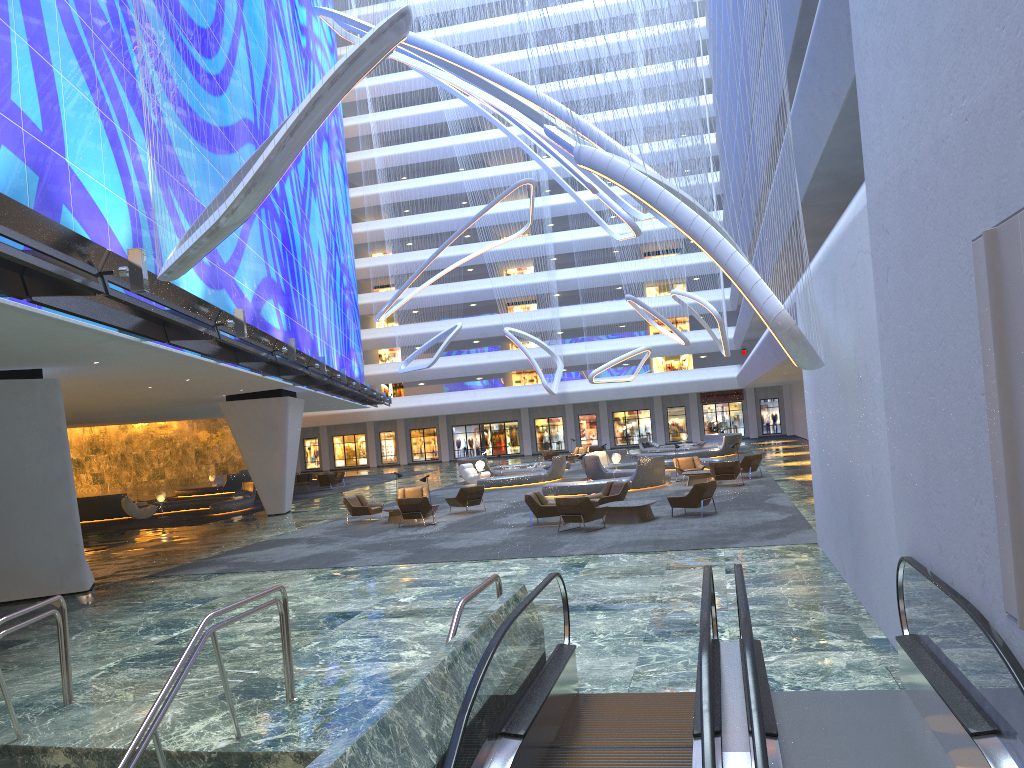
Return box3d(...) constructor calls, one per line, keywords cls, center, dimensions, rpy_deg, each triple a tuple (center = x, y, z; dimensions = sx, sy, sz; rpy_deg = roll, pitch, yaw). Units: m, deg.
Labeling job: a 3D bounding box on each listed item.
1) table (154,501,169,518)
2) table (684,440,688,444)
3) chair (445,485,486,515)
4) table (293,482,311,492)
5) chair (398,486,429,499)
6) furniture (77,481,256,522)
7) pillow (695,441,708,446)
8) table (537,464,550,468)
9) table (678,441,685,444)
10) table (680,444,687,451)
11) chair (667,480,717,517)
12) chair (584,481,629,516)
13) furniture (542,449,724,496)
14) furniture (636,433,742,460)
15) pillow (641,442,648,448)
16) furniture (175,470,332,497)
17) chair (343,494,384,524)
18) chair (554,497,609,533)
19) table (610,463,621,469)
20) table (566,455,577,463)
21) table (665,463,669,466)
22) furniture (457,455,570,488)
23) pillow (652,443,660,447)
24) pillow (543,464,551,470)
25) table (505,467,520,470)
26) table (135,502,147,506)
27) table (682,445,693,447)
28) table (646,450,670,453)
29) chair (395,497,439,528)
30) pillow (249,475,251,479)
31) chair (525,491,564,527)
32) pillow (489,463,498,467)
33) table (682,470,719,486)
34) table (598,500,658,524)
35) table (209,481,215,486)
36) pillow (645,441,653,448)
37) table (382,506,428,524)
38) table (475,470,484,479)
box3d(cls="table", center=(-13.210, 4.734, 33.459), dimensions=(0.428, 0.595, 0.418), rpy_deg=(-5, -1, 12))
box3d(cls="table", center=(10.009, 3.560, 51.346), dimensions=(0.417, 0.595, 0.428), rpy_deg=(-5, -1, -13))
box3d(cls="chair", center=(-1.281, 3.284, 25.191), dimensions=(0.928, 0.766, 0.940), rpy_deg=(-3, -2, -44))
box3d(cls="table", center=(-10.416, 5.047, 43.287), dimensions=(1.202, 0.392, 1.205), rpy_deg=(-4, -3, -23))
box3d(cls="chair", center=(-2.917, 3.472, 26.269), dimensions=(0.929, 0.766, 0.939), rpy_deg=(-5, -2, -4))
box3d(cls="furniture", center=(-14.604, 4.738, 35.405), dimensions=(9.941, 0.969, 5.182), rpy_deg=(-6, -3, 30))
box3d(cls="pillow", center=(9.774, 3.083, 45.838), dimensions=(0.692, 0.262, 0.879), rpy_deg=(-4, -3, -25))
box3d(cls="table", center=(1.543, 3.922, 40.912), dimensions=(0.673, 0.406, 0.672), rpy_deg=(-4, -2, -25))
box3d(cls="table", center=(9.694, 3.524, 50.117), dimensions=(0.417, 0.595, 0.428), rpy_deg=(-4, -1, -33))
box3d(cls="table", center=(8.824, 3.389, 45.426), dimensions=(0.418, 0.595, 0.428), rpy_deg=(-5, -1, 9))
box3d(cls="chair", center=(4.115, 2.599, 20.091), dimensions=(0.940, 0.766, 0.928), rpy_deg=(-6, -2, 37))
box3d(cls="chair", center=(2.372, 2.828, 21.927), dimensions=(0.938, 0.766, 0.931), rpy_deg=(-4, -2, -25))
box3d(cls="furniture", center=(4.029, 3.000, 31.973), dimensions=(5.193, 0.969, 9.920), rpy_deg=(-6, -3, 30))
box3d(cls="furniture", center=(9.155, 3.195, 46.219), dimensions=(5.188, 0.969, 9.930), rpy_deg=(-5, -3, 9))
box3d(cls="pillow", center=(7.505, 3.403, 49.702), dimensions=(0.295, 0.368, 0.768), rpy_deg=(-6, -2, 26))
box3d(cls="furniture", center=(-14.983, 5.477, 51.319), dimensions=(5.193, 0.969, 9.920), rpy_deg=(-6, -3, 30))
box3d(cls="chair", center=(-4.221, 3.533, 25.155), dimensions=(0.939, 0.766, 0.929), rpy_deg=(-6, -2, 21))
box3d(cls="chair", center=(1.472, 2.780, 19.118), dimensions=(0.931, 0.766, 0.938), rpy_deg=(-6, -2, 40))
box3d(cls="table", center=(3.880, 3.257, 32.973), dimensions=(0.418, 0.595, 0.427), rpy_deg=(-5, -1, 12))
box3d(cls="table", center=(2.837, 4.145, 48.396), dimensions=(1.202, 0.392, 1.205), rpy_deg=(-3, -3, -42))
box3d(cls="table", center=(5.364, 3.277, 33.700), dimensions=(1.204, 0.392, 1.203), rpy_deg=(-5, -2, 13))
box3d(cls="furniture", center=(-0.130, 3.655, 38.763), dimensions=(5.186, 0.969, 9.933), rpy_deg=(-5, -3, 5))
box3d(cls="pillow", center=(7.987, 3.440, 49.926), dimensions=(0.684, 0.280, 0.875), rpy_deg=(-3, -3, -40))
box3d(cls="pillow", center=(1.696, 3.319, 35.649), dimensions=(0.693, 0.262, 0.877), rpy_deg=(-6, -3, 21))
box3d(cls="table", center=(0.034, 4.053, 40.976), dimensions=(0.674, 0.406, 0.670), rpy_deg=(-6, -2, 32))
box3d(cls="table", center=(-15.811, 5.262, 37.823), dimensions=(0.671, 0.406, 0.674), rpy_deg=(-5, -2, 0))
box3d(cls="table", center=(9.649, 3.578, 48.718), dimensions=(0.671, 0.406, 0.673), rpy_deg=(-5, -2, 9))
box3d(cls="table", center=(7.377, 3.596, 44.749), dimensions=(1.204, 0.392, 1.203), rpy_deg=(-5, -2, 13))
box3d(cls="chair", center=(-2.466, 3.286, 22.949), dimensions=(0.930, 0.766, 0.938), rpy_deg=(-5, -2, 19))
box3d(cls="pillow", center=(-15.996, 5.566, 53.493), dimensions=(0.281, 0.416, 0.759), rpy_deg=(-5, -2, 6))
box3d(cls="chair", center=(0.834, 2.905, 20.711), dimensions=(0.939, 0.766, 0.929), rpy_deg=(-5, -2, 15))
box3d(cls="pillow", center=(-0.981, 3.933, 42.914), dimensions=(0.443, 0.207, 0.445), rpy_deg=(-4, -2, -26))
box3d(cls="table", center=(6.017, 2.972, 28.083), dimensions=(1.204, 0.392, 1.203), rpy_deg=(-5, -2, 12))
box3d(cls="table", center=(2.651, 2.906, 20.130), dimensions=(1.205, 0.392, 1.202), rpy_deg=(-6, -3, 31))
box3d(cls="table", center=(-16.904, 5.780, 49.934), dimensions=(0.418, 0.595, 0.427), rpy_deg=(-5, -1, 12))
box3d(cls="pillow", center=(7.713, 3.361, 49.689), dimensions=(0.315, 0.386, 0.784), rpy_deg=(-6, -2, 28))
box3d(cls="table", center=(-2.880, 3.565, 24.368), dimensions=(1.204, 0.392, 1.203), rpy_deg=(-5, -2, 13))
box3d(cls="table", center=(-1.308, 3.864, 36.691), dimensions=(0.417, 0.595, 0.428), rpy_deg=(-5, -1, -13))
